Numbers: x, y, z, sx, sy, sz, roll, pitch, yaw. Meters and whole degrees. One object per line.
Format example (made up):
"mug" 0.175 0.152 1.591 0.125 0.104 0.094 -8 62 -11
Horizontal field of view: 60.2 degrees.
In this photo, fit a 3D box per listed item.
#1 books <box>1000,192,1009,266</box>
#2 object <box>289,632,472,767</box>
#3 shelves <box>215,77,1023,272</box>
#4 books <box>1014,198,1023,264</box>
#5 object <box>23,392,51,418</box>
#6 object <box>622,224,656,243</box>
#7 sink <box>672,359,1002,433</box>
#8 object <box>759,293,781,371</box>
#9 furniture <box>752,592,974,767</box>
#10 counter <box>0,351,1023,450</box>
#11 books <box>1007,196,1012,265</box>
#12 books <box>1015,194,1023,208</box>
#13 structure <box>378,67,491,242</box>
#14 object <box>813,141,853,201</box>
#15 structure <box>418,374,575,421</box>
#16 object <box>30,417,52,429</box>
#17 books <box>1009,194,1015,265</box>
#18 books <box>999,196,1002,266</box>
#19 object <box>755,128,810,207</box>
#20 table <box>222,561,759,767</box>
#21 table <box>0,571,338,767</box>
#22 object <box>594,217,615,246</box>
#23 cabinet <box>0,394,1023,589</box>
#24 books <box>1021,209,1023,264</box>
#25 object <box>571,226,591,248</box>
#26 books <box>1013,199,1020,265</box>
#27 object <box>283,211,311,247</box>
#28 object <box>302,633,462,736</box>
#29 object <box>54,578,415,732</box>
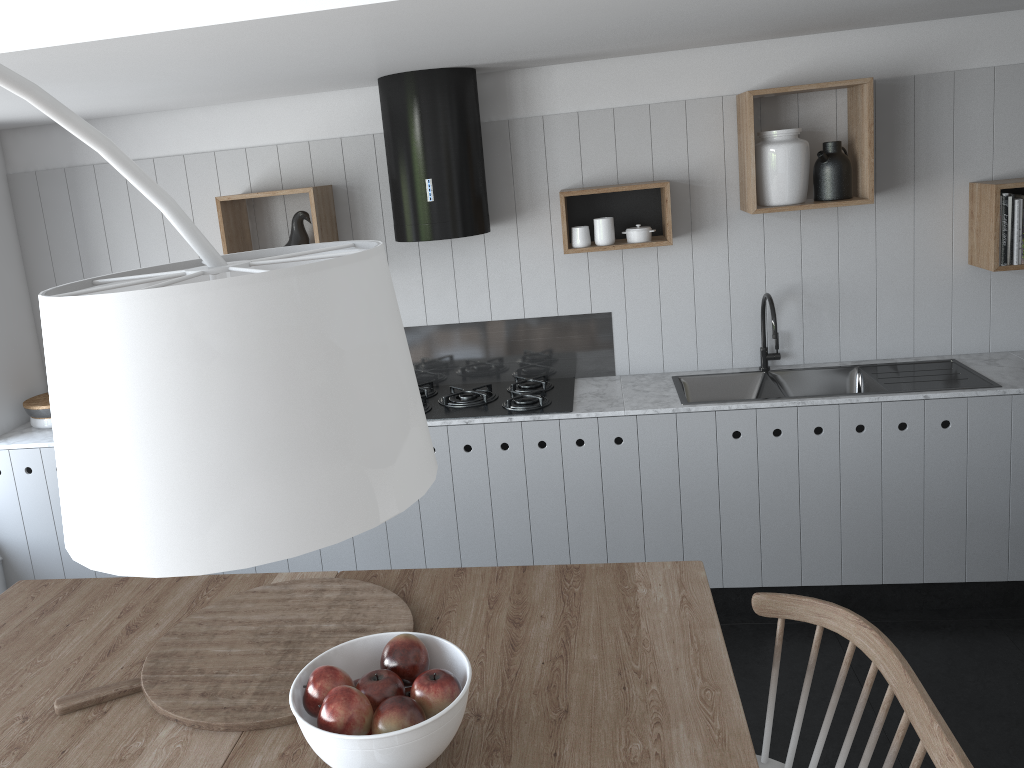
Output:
"books" 1.953 -0.634 3.583 0.022 0.282 0.207 -4 12 6
"object" -0.219 0.589 1.542 0.316 0.163 0.317 -5 14 5
"shelves" 0.511 -0.772 3.751 3.602 0.789 0.301 -4 12 9
"books" 2.009 -0.619 3.558 0.014 0.254 0.163 -4 12 6
"object" -2.166 0.089 4.279 0.352 0.065 0.371 -15 17 -32
"object" 0.538 -0.641 3.747 0.127 0.072 0.111 -9 14 -13
"sink" 1.283 0.067 3.642 1.185 0.164 0.455 -4 14 9
"object" 1.113 -0.204 3.751 0.091 0.370 0.291 -4 12 6
"furniture" 0.449 1.012 1.329 0.547 0.801 1.368 -4 14 6
"counter" 0.669 0.030 3.756 6.168 0.020 0.582 -4 14 9
"books" 1.971 -0.636 3.589 0.013 0.279 0.220 -4 12 6
"books" 2.046 -0.626 3.557 0.025 0.261 0.161 -4 12 6
"structure" -0.336 -1.061 3.745 0.406 0.859 0.427 -14 14 -35
"object" 1.317 -0.873 3.617 0.160 0.233 0.154 -4 12 5
"structure" -0.222 0.051 3.894 0.989 0.047 0.557 -4 14 8
"object" -2.161 0.145 4.290 0.319 0.054 0.336 -19 19 -42
"books" 1.984 -0.638 3.595 0.011 0.278 0.228 -4 12 6
"books" 1.937 -0.633 3.594 0.013 0.278 0.211 -4 12 6
"object" 1.103 -0.891 3.634 0.225 0.298 0.234 -10 13 -19
"table" -0.047 1.089 1.349 0.942 0.741 2.053 -4 14 7
"table" -0.978 1.146 1.497 0.942 0.741 2.053 -4 14 7
"object" 0.391 -0.644 3.739 0.087 0.114 0.086 -4 12 8
"cabinet" 0.679 0.477 3.553 6.165 0.740 0.010 -4 11 9
"books" 2.026 -0.600 3.553 0.018 0.217 0.153 -4 12 6
"object" 0.292 -0.624 3.758 0.086 0.087 0.081 6 17 42
"books" 1.994 -0.616 3.551 0.014 0.254 0.163 -4 12 6
"object" -1.059 -0.610 4.023 0.337 0.331 0.139 -3 12 10
"object" -0.221 0.569 1.534 0.246 0.165 0.244 -14 15 -31
"object" -0.535 0.592 1.948 0.612 0.023 0.668 2 16 29
